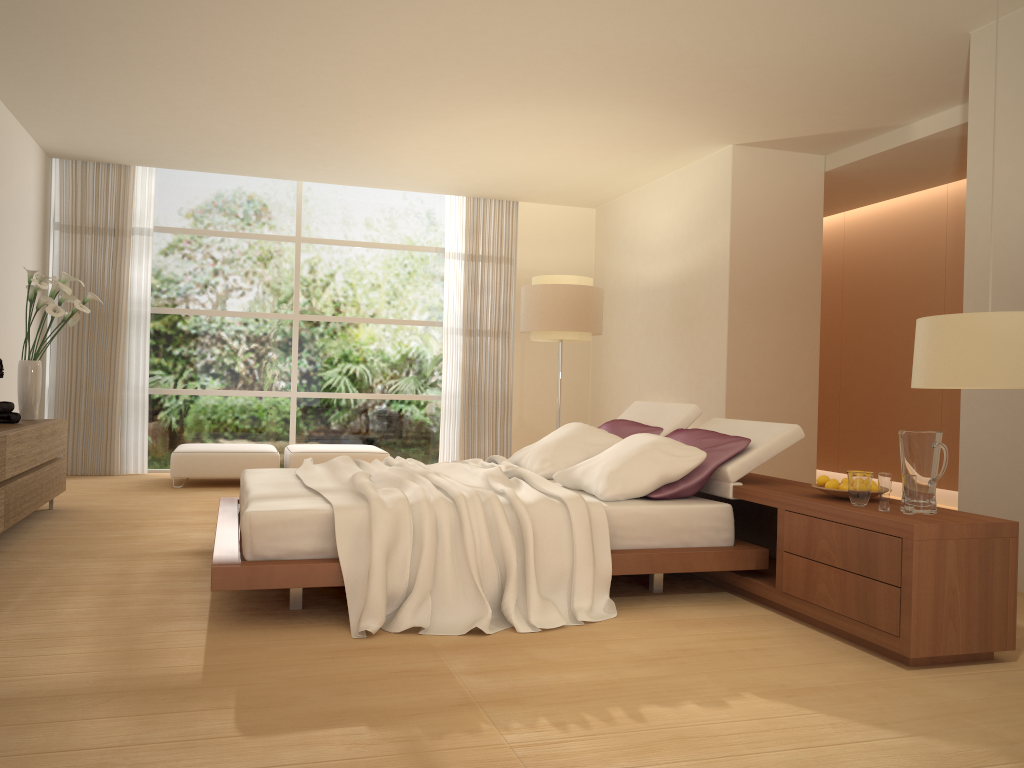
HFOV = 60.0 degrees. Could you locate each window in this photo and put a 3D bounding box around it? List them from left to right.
[{"bbox_3d":[-2.354,-0.727,9.654,4.781,3.371,0.071,2,0,-17],"label":"window"}]

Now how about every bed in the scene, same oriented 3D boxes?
[{"bbox_3d":[-0.277,0.721,4.840,2.535,0.570,2.599,2,0,-17],"label":"bed"}]

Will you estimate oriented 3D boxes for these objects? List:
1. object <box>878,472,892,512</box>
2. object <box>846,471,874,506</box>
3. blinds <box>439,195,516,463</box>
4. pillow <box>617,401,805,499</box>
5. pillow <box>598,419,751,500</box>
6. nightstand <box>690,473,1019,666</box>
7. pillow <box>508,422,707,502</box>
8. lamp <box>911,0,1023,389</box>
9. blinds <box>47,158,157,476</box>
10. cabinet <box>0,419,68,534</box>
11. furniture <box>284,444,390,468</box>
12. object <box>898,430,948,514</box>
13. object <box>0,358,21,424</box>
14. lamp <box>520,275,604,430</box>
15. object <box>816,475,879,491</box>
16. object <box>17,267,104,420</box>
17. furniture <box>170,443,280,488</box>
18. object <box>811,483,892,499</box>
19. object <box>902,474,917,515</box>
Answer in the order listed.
[{"bbox_3d":[1.503,0.435,3.579,0.052,0.154,0.052,2,0,1],"label":"object"},{"bbox_3d":[1.462,0.440,3.729,0.110,0.141,0.110,2,0,25],"label":"object"},{"bbox_3d":[-0.374,-0.662,9.949,0.814,3.351,0.202,2,0,-18],"label":"blinds"},{"bbox_3d":[1.014,0.347,5.300,0.461,0.457,1.779,2,0,-18],"label":"pillow"},{"bbox_3d":[0.702,0.410,5.193,0.575,0.369,1.683,2,0,-17],"label":"pillow"},{"bbox_3d":[1.059,0.774,5.314,0.493,0.539,4.220,2,0,-17],"label":"nightstand"},{"bbox_3d":[0.446,0.417,5.106,0.561,0.339,1.720,2,0,-17],"label":"pillow"},{"bbox_3d":[1.529,-1.180,2.777,0.451,2.399,0.451,2,0,-19],"label":"lamp"},{"bbox_3d":[-4.094,-0.769,8.841,0.950,3.352,0.211,2,0,-19],"label":"blinds"},{"bbox_3d":[-3.039,0.596,4.737,0.588,0.662,3.713,2,0,-17],"label":"cabinet"},{"bbox_3d":[-1.758,0.799,8.835,0.965,0.346,0.964,2,0,-17],"label":"furniture"},{"bbox_3d":[1.649,0.352,3.563,0.227,0.328,0.159,1,0,41],"label":"object"},{"bbox_3d":[-3.390,0.031,5.831,0.282,0.453,0.181,2,0,-17],"label":"object"},{"bbox_3d":[0.447,0.024,8.290,0.817,2.018,0.817,2,0,26],"label":"lamp"},{"bbox_3d":[1.509,0.460,3.990,0.259,0.084,0.230,1,0,42],"label":"object"},{"bbox_3d":[-3.296,-0.284,6.376,0.608,1.085,0.515,2,0,31],"label":"object"},{"bbox_3d":[-2.746,0.770,8.527,0.965,0.346,0.964,2,0,-17],"label":"furniture"},{"bbox_3d":[1.519,0.488,3.976,0.337,0.053,0.337,2,0,-4],"label":"object"},{"bbox_3d":[1.571,0.437,3.507,0.052,0.154,0.052,2,0,1],"label":"object"}]
